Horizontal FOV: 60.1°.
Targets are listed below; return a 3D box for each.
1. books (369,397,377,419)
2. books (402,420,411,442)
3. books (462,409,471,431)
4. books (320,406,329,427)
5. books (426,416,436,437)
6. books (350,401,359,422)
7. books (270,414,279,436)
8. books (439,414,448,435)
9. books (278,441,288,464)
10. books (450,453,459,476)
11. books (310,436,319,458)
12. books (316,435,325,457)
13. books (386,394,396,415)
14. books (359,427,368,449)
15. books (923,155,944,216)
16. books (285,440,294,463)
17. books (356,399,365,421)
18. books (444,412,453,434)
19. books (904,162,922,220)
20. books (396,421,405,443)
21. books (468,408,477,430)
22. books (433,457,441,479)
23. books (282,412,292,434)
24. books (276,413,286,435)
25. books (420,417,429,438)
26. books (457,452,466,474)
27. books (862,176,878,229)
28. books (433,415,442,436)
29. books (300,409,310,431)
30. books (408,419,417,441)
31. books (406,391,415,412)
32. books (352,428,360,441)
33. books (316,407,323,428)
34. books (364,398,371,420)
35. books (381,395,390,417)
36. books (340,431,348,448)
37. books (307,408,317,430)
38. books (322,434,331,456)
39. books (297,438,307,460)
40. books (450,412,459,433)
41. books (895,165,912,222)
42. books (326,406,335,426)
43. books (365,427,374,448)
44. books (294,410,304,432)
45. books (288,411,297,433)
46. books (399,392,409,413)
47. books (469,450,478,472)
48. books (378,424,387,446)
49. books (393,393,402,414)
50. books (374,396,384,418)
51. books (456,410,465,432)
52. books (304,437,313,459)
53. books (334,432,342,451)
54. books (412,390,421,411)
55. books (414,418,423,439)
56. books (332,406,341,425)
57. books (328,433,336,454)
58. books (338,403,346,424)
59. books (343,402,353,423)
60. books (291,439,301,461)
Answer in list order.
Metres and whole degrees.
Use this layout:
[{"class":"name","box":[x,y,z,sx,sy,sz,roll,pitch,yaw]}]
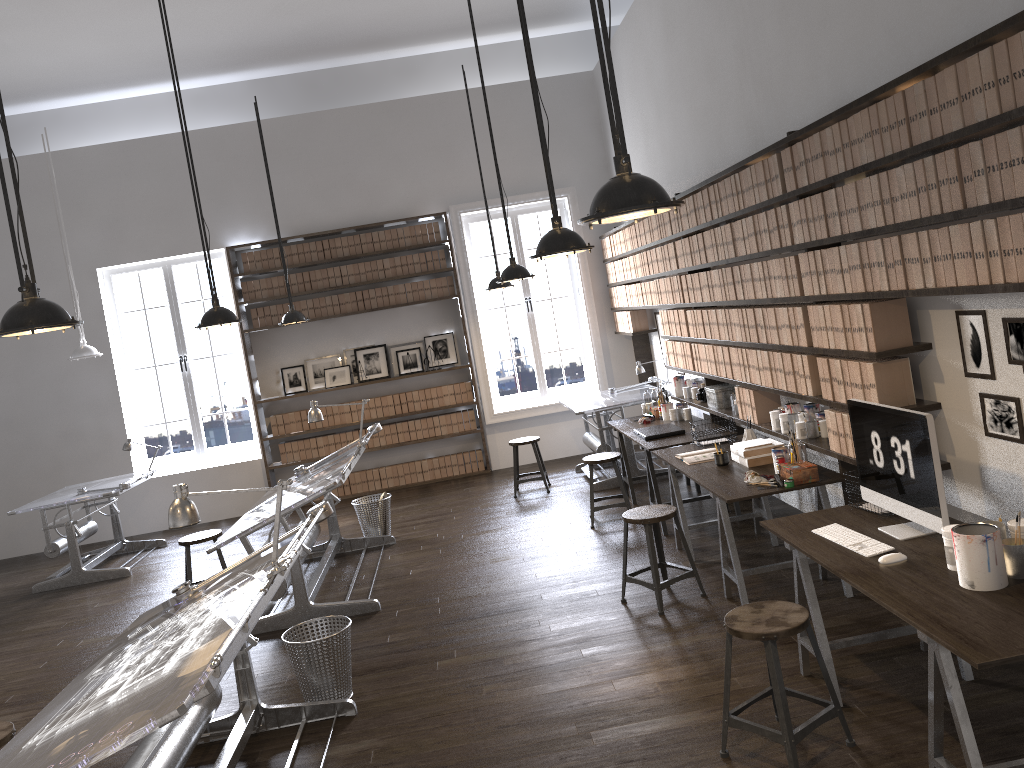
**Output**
[{"class":"books","box":[-1.588,0.276,10.129,0.067,0.225,0.175,-10,3,-3]},{"class":"books","box":[-1.210,0.537,10.159,0.067,0.225,0.175,-10,3,-4]},{"class":"books","box":[-0.527,0.417,10.213,0.067,0.225,0.175,-10,3,-4]},{"class":"books","box":[-2.129,0.370,10.095,0.067,0.225,0.175,-10,3,-4]},{"class":"books","box":[-0.931,0.487,10.184,0.067,0.225,0.175,-10,3,-4]},{"class":"books","box":[-1.794,0.312,10.113,0.067,0.225,0.175,-10,3,-3]},{"class":"books","box":[-2.684,0.468,10.054,0.067,0.225,0.175,-10,3,-4]},{"class":"books","box":[-0.791,0.463,10.192,0.067,0.225,0.175,-10,3,-4]},{"class":"books","box":[-2.589,0.778,10.064,0.067,0.225,0.175,-10,3,-3]},{"class":"books","box":[-0.658,0.928,10.211,0.067,0.225,0.175,-10,3,-4]},{"class":"books","box":[-2.240,0.717,10.090,0.067,0.225,0.175,-10,3,-4]},{"class":"books","box":[-2.169,0.704,10.097,0.067,0.225,0.175,-10,3,-3]},{"class":"books","box":[-1.383,0.240,10.145,0.067,0.225,0.175,-10,3,-3]},{"class":"books","box":[-1.692,0.621,10.127,0.067,0.225,0.175,-10,3,-3]},{"class":"books","box":[1.657,-0.753,3.320,0.174,0.225,0.067,-10,2,-4]},{"class":"books","box":[-2.518,0.765,10.069,0.067,0.225,0.175,-10,3,-4]},{"class":"books","box":[-1.725,0.300,10.122,0.067,0.225,0.175,-10,3,-4]},{"class":"books","box":[-0.729,0.452,10.198,0.067,0.225,0.175,-10,3,-4]},{"class":"books","box":[1.643,-0.763,3.455,0.174,0.225,0.067,-10,2,-4]},{"class":"books","box":[-1.273,0.547,10.160,0.067,0.225,0.175,-10,3,-3]},{"class":"books","box":[-0.457,0.405,10.214,0.067,0.225,0.175,-10,3,-3]},{"class":"books","box":[-0.863,0.964,10.195,0.067,0.225,0.175,-10,3,-4]},{"class":"books","box":[-2.541,0.443,10.060,0.067,0.225,0.175,-10,3,-3]},{"class":"books","box":[-2.612,0.456,10.055,0.067,0.225,0.175,-10,3,-4]},{"class":"books","box":[-1.000,0.499,10.181,0.067,0.225,0.175,-10,3,-4]},{"class":"books","box":[-0.588,0.915,10.220,0.067,0.225,0.175,-10,3,-4]},{"class":"books","box":[1.621,-0.790,3.809,0.174,0.225,0.067,-10,2,-4]},{"class":"books","box":[-0.862,0.476,10.185,0.067,0.225,0.175,-10,3,-3]},{"class":"books","box":[-2.342,0.408,10.075,0.067,0.225,0.175,-10,3,-4]},{"class":"books","box":[-1.139,0.524,10.164,0.067,0.225,0.175,-10,3,-3]},{"class":"books","box":[-1.162,0.201,10.162,0.067,0.225,0.175,-10,3,-4]},{"class":"books","box":[-1.766,0.633,10.128,0.067,0.225,0.175,-10,3,-4]},{"class":"books","box":[-2.198,0.383,10.086,0.067,0.225,0.175,-10,3,-3]},{"class":"books","box":[-1.656,0.288,10.129,0.067,0.225,0.175,-10,3,-4]},{"class":"books","box":[-1.445,0.251,10.136,0.067,0.225,0.175,-10,3,-4]},{"class":"books","box":[-1.906,0.658,10.118,0.067,0.225,0.175,-10,3,-3]},{"class":"books","box":[-2.269,0.395,10.086,0.067,0.225,0.175,-10,3,-3]},{"class":"books","box":[-2.107,0.693,10.103,0.067,0.225,0.175,-10,3,-3]},{"class":"books","box":[-2.378,0.740,10.086,0.067,0.225,0.175,-10,3,-3]},{"class":"books","box":[-0.663,0.441,10.198,0.067,0.225,0.175,-10,3,-3]},{"class":"books","box":[1.641,-0.769,3.528,0.174,0.225,0.067,-10,2,-4]},{"class":"books","box":[-2.059,0.358,10.100,0.067,0.225,0.175,-10,3,-4]},{"class":"books","box":[-1.620,0.608,10.138,0.067,0.225,0.175,-10,3,-4]},{"class":"books","box":[-2.415,0.421,10.076,0.067,0.225,0.175,-10,3,-3]},{"class":"books","box":[-2.479,0.432,10.069,0.067,0.225,0.175,-10,3,-4]},{"class":"books","box":[-1.235,0.215,10.152,0.067,0.225,0.175,-10,3,-3]},{"class":"books","box":[-0.441,0.890,10.230,0.067,0.225,0.175,-10,3,-4]},{"class":"books","box":[-1.483,0.584,10.144,0.067,0.225,0.175,-10,3,-4]},{"class":"books","box":[-1.309,0.227,10.152,0.067,0.225,0.175,-10,3,-4]},{"class":"books","box":[-1.516,0.264,10.131,0.067,0.225,0.175,-10,3,-3]},{"class":"books","box":[-0.597,0.429,10.208,0.067,0.225,0.175,-10,3,-4]},{"class":"books","box":[-2.310,0.729,10.089,0.067,0.225,0.175,-10,3,-3]},{"class":"books","box":[-1.976,0.670,10.113,0.067,0.225,0.175,-10,3,-3]},{"class":"books","box":[-1.092,0.189,10.162,0.067,0.225,0.175,-10,3,-4]},{"class":"books","box":[-1.068,0.512,10.173,0.067,0.225,0.175,-10,3,-3]},{"class":"books","box":[-1.993,0.347,10.098,0.067,0.225,0.175,-10,3,-3]},{"class":"books","box":[-2.041,0.682,10.102,0.067,0.225,0.175,-10,3,-4]},{"class":"books","box":[-1.927,0.335,10.108,0.067,0.225,0.175,-10,3,-4]},{"class":"books","box":[-1.865,0.325,10.110,0.067,0.225,0.175,-10,3,-4]},{"class":"books","box":[-2.447,0.753,10.077,0.067,0.225,0.175,-10,3,-4]}]
